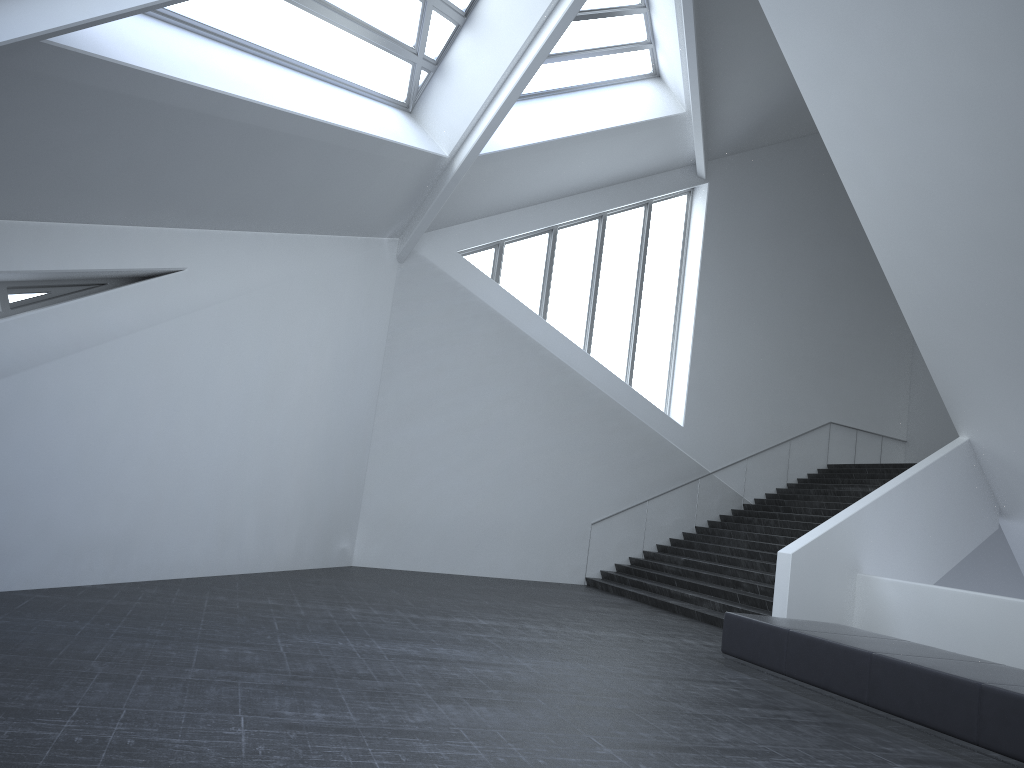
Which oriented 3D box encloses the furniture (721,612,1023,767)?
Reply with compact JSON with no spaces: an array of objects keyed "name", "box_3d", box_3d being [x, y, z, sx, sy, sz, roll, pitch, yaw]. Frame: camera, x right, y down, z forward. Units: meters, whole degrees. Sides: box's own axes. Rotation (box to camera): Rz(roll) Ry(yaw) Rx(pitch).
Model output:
[{"name":"furniture","box_3d":[3.855,2.610,7.092,1.488,0.580,5.742,10,-8,-17]}]
